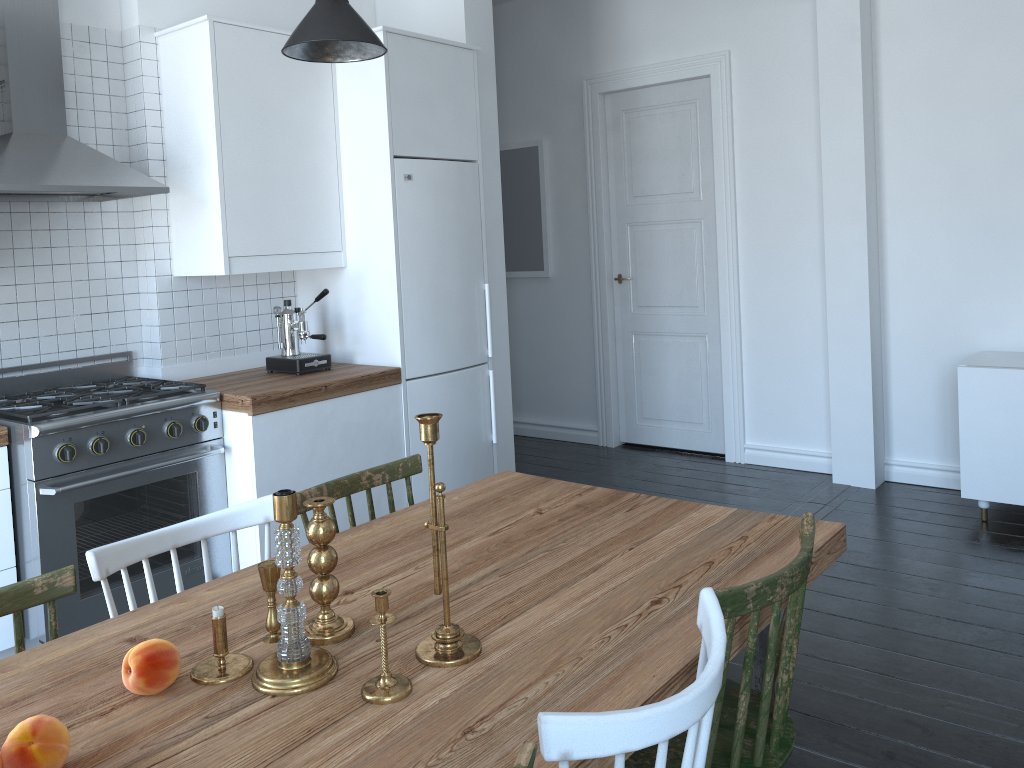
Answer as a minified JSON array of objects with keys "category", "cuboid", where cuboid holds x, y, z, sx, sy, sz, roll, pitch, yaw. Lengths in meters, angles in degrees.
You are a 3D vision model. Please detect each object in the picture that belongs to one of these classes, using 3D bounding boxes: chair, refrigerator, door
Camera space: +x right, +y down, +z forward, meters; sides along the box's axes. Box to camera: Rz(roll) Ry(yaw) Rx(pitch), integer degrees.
[{"category":"chair","cuboid":[-0.236,0.653,2.207,0.485,0.822,0.471,0,5,37]},{"category":"chair","cuboid":[0.347,0.699,1.744,0.485,0.822,0.471,0,5,37]},{"category":"chair","cuboid":[0.078,0.769,1.344,0.510,0.837,0.470,1,5,38]},{"category":"refrigerator","cuboid":[-0.528,-0.165,4.326,0.681,1.791,0.580,0,4,38]},{"category":"door","cuboid":[0.967,-0.786,5.623,1.041,2.460,0.117,0,4,39]},{"category":"chair","cuboid":[-0.554,0.721,1.833,0.510,0.837,0.470,1,5,38]},{"category":"chair","cuboid":[-0.822,0.807,1.434,0.485,0.822,0.471,0,5,37]},{"category":"chair","cuboid":[-0.239,0.853,0.970,0.485,0.822,0.471,0,5,37]}]

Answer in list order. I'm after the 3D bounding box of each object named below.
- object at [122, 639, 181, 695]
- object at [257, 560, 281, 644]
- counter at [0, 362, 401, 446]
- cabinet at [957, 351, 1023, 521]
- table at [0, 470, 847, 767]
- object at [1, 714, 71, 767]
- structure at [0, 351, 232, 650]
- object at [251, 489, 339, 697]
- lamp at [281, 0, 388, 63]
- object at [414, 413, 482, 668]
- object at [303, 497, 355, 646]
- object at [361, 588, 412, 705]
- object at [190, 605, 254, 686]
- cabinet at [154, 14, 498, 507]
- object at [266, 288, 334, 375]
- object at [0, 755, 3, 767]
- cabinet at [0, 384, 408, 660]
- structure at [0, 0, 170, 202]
[{"category":"object","cuboid":[-0.585,0.459,1.432,0.090,0.083,0.085,-8,8,-39]},{"category":"object","cuboid":[-0.436,0.395,1.598,0.049,0.138,0.049,0,4,38]},{"category":"counter","cuboid":[-1.778,0.180,2.949,0.847,0.073,3.130,4,12,38]},{"category":"cabinet","cuboid":[2.696,0.278,3.897,1.202,0.730,0.595,3,8,38]},{"category":"table","cuboid":[-0.291,0.823,1.506,1.019,0.710,2.249,3,10,38]},{"category":"object","cuboid":[-0.648,0.497,1.199,0.083,0.087,0.091,-6,7,-25]},{"category":"structure","cuboid":[-1.558,0.440,3.323,0.722,1.013,0.706,1,6,38]},{"category":"object","cuboid":[-0.366,0.330,1.452,0.140,0.309,0.141,-3,4,-9]},{"category":"lamp","cuboid":[-0.677,-1.689,3.231,0.387,0.934,0.386,-6,5,-43]},{"category":"object","cuboid":[-0.118,0.259,1.502,0.114,0.408,0.114,-3,3,1]},{"category":"object","cuboid":[-0.344,0.335,1.605,0.101,0.246,0.101,-5,4,-28]},{"category":"object","cuboid":[-0.201,0.406,1.383,0.080,0.159,0.080,-3,4,-4]},{"category":"object","cuboid":[-0.492,0.429,1.484,0.102,0.113,0.103,0,6,24]},{"category":"cabinet","cuboid":[-1.617,-0.215,3.208,0.780,2.354,3.824,0,7,42]},{"category":"object","cuboid":[-0.919,-0.238,3.896,0.353,0.368,0.207,2,6,38]},{"category":"object","cuboid":[-0.712,0.507,1.145,0.083,0.089,0.089,0,7,28]},{"category":"cabinet","cuboid":[-1.798,0.605,3.009,3.209,0.808,0.730,-11,10,-43]},{"category":"structure","cuboid":[-1.749,-1.348,3.269,0.528,1.296,0.638,0,5,38]}]
